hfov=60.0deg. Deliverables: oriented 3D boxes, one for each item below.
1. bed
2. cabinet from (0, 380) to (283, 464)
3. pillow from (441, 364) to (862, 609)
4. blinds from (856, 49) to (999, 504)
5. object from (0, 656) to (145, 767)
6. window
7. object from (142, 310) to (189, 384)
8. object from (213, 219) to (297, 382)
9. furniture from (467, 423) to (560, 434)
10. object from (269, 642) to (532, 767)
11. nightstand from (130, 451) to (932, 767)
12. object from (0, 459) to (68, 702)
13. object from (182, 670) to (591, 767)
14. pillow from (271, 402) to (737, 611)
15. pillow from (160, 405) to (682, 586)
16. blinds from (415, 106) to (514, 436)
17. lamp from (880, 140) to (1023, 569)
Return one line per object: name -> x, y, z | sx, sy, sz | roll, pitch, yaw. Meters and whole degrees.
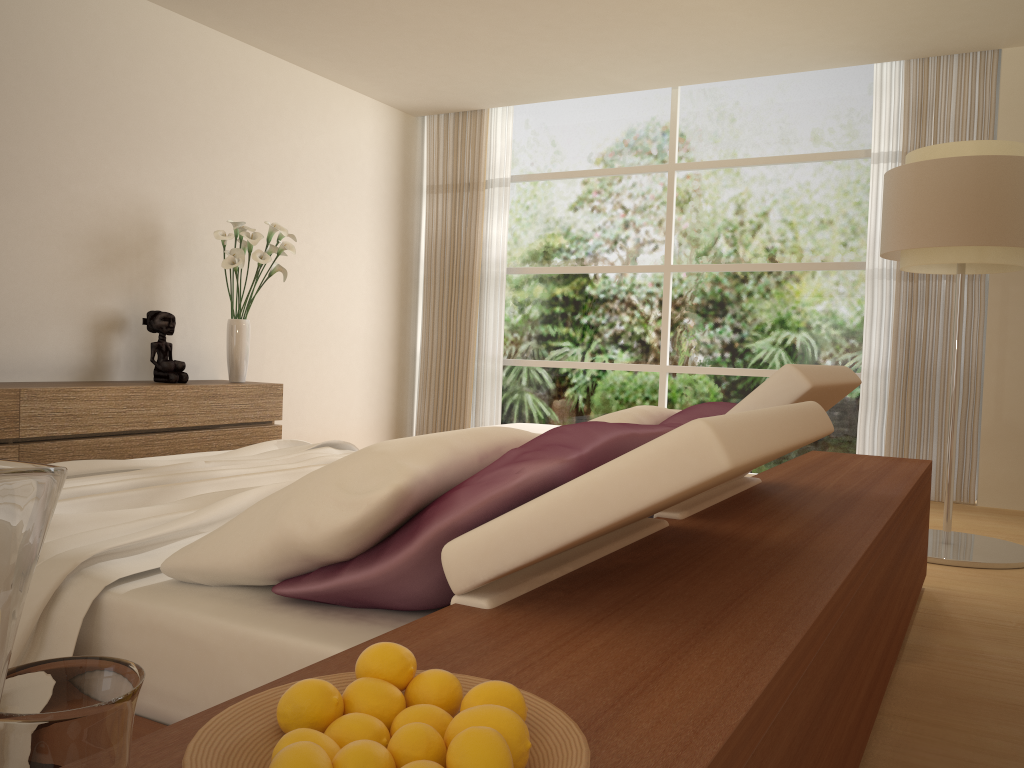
bed -> -0.731, 0.523, 2.654 | 2.535, 0.570, 2.599 | 3, 2, 29
cabinet -> -2.719, 0.338, 4.569 | 0.588, 0.662, 3.713 | 3, 2, 29
pillow -> 0.503, 0.177, 2.038 | 0.461, 0.457, 1.779 | 3, 2, 28
blinds -> 2.902, -0.862, 6.248 | 0.814, 3.351, 0.202 | 3, 2, 28
object -> -0.320, 0.281, 0.627 | 0.110, 0.141, 0.110 | 1, 2, -19
window -> 1.316, -0.970, 7.467 | 4.781, 3.371, 0.071 | 3, 2, 29
object -> -2.166, -0.235, 5.572 | 0.282, 0.453, 0.181 | 3, 2, 29
object -> -1.704, -0.547, 5.878 | 0.515, 1.085, 0.608 | 2, 2, -13
furniture -> 0.210, 0.519, 6.991 | 0.965, 0.346, 0.964 | 3, 2, 29
object -> -0.099, 0.302, 0.775 | 0.230, 0.084, 0.259 | 2, 2, -2
nightstand -> 0.537, 0.606, 2.023 | 0.493, 0.539, 4.220 | 3, 2, 29
object -> -0.308, 0.197, 0.376 | 0.159, 0.328, 0.227 | 2, 2, -3
object -> -0.103, 0.330, 0.758 | 0.337, 0.053, 0.337 | 4, 3, 42
pillow -> 0.208, 0.234, 2.190 | 0.575, 0.369, 1.683 | 3, 2, 29
pillow -> -0.033, 0.235, 2.314 | 0.561, 0.339, 1.720 | 3, 2, 29
blinds -> -0.475, -1.050, 8.155 | 0.950, 3.352, 0.211 | 3, 2, 27
lamp -> 2.266, -0.157, 4.517 | 0.817, 2.018, 0.817 | 1, 2, -18
